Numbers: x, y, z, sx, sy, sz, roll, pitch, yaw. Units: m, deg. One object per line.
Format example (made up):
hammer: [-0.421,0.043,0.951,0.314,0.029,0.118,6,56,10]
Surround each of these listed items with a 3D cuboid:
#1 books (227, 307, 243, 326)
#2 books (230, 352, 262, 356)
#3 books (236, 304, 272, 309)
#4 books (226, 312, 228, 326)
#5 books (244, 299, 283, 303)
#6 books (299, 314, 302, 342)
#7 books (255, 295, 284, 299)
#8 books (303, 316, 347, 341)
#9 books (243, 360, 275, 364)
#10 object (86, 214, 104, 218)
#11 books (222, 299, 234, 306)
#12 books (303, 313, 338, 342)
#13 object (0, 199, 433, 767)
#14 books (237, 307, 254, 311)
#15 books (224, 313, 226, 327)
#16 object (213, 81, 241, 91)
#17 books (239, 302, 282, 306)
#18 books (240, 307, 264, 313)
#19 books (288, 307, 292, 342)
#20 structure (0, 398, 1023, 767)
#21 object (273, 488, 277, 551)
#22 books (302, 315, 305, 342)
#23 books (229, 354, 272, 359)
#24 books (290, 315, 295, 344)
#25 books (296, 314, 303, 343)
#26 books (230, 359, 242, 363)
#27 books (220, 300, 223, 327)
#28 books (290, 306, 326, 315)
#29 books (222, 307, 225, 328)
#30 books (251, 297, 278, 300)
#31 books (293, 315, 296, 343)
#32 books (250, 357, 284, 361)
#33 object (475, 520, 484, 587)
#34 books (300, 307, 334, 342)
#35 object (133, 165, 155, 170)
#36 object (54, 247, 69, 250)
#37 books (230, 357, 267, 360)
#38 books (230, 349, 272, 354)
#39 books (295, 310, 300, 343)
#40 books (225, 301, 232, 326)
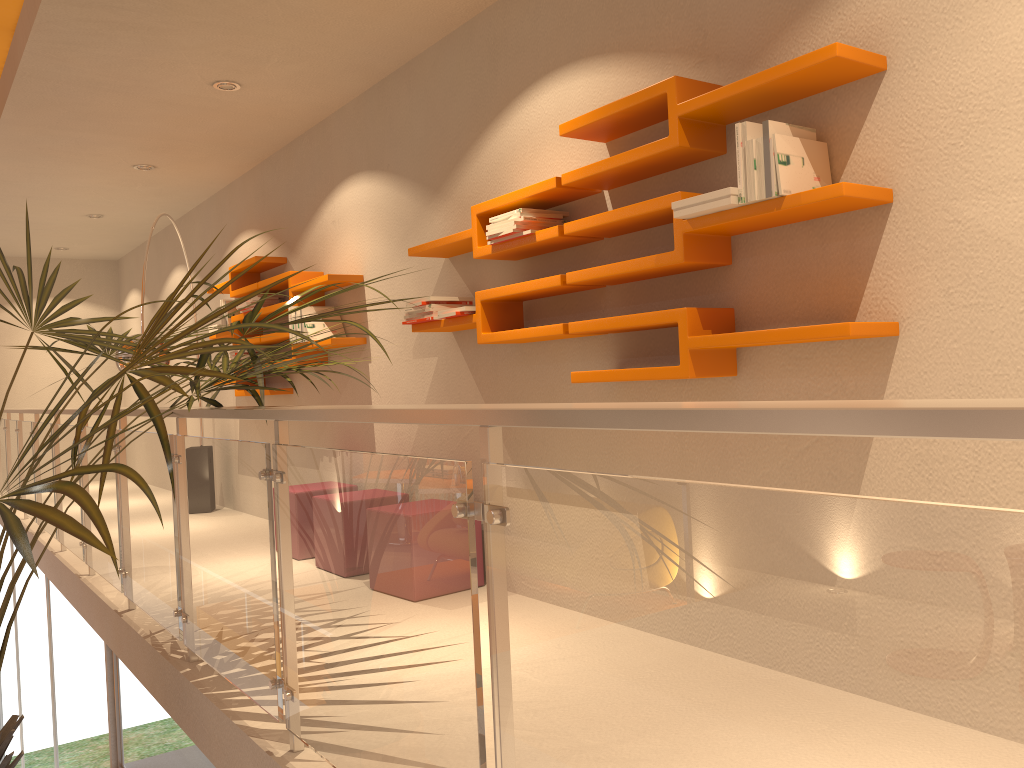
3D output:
books: [-1.960,-0.483,6.472,0.230,0.169,0.023,-3,0,-35]
books: [-1.861,-0.214,6.315,0.254,0.015,0.190,-3,0,-28]
books: [-1.735,-0.530,6.094,0.254,0.015,0.190,-3,0,-39]
books: [-1.979,-0.476,6.477,0.207,0.156,0.009,-3,0,-35]
books: [-1.734,-0.562,6.109,0.227,0.017,0.230,-3,0,-40]
books: [-1.162,-0.337,5.329,0.230,0.169,0.027,-3,0,-35]
books: [-1.724,-0.594,6.117,0.230,0.017,0.227,-3,0,-35]
books: [-1.105,-0.330,5.250,0.230,0.150,0.091,-3,0,-35]
books: [-1.694,-0.150,6.078,0.254,0.015,0.190,-3,0,-28]
object: [-3.749,-1.526,7.966,0.143,0.059,0.143,-3,0,27]
books: [-2.022,-0.509,6.557,0.230,0.227,0.017,-3,0,-35]
books: [-1.130,-0.338,5.285,0.230,0.169,0.023,-3,0,-35]
object: [-1.612,0.513,2.524,3.098,2.600,3.241,-3,0,-27]
books: [-1.727,-0.517,6.101,0.268,0.011,0.190,-3,0,-33]
books: [-1.992,-0.482,6.516,0.230,0.169,0.027,-3,0,-35]
object: [-1.532,-1.619,4.760,0.143,0.059,0.143,-3,0,27]
books: [-1.728,-0.546,6.096,0.254,0.015,0.190,-3,0,-33]
books: [-1.719,-0.506,6.099,0.210,0.013,0.297,-3,0,-35]
books: [-1.257,-0.362,5.452,0.230,0.227,0.017,-3,0,-35]
structure: [-2.532,0.596,5.252,0.195,0.900,11.050,-3,0,-35]
object: [-1.142,0.786,5.190,0.390,0.377,0.390,-3,0,-35]
books: [-1.149,-0.331,5.290,0.207,0.156,0.009,-3,0,-35]
books: [-1.865,-0.198,6.314,0.230,0.017,0.227,-3,0,-40]
books: [-1.234,-0.334,5.418,0.230,0.169,0.027,-3,0,-35]
books: [-1.185,-0.336,5.347,0.230,0.169,0.027,-3,0,-35]
books: [-1.878,-0.166,6.317,0.190,0.015,0.254,-3,0,-39]
books: [-2.038,-0.509,6.568,0.230,0.227,0.017,-3,0,-35]
books: [-1.241,-0.362,5.441,0.230,0.227,0.017,-3,0,-35]
books: [-2.015,-0.481,6.534,0.230,0.169,0.027,-3,0,-35]
books: [-1.736,-0.578,6.114,0.190,0.015,0.254,-3,0,-28]
books: [-1.211,-0.335,5.400,0.230,0.169,0.027,-3,0,-35]
books: [-1.691,-0.166,6.065,0.226,0.017,0.230,-3,0,-35]
object: [-0.401,0.755,4.120,0.390,0.377,0.390,-3,0,-40]
books: [-1.160,-0.357,5.302,0.207,0.210,0.021,-3,0,-35]
object: [-2.640,-1.572,6.363,0.143,0.059,0.143,-3,0,27]
object: [-4.859,-1.479,9.571,0.143,0.059,0.143,-3,0,27]
books: [-1.877,-0.181,6.309,0.190,0.015,0.254,-3,0,-33]
books: [-1.858,-0.230,6.302,0.226,0.017,0.230,-3,0,-35]
books: [-1.209,-0.355,5.373,0.207,0.210,0.021,-3,0,-35]
books: [-1.990,-0.502,6.489,0.207,0.210,0.021,-3,0,-35]
